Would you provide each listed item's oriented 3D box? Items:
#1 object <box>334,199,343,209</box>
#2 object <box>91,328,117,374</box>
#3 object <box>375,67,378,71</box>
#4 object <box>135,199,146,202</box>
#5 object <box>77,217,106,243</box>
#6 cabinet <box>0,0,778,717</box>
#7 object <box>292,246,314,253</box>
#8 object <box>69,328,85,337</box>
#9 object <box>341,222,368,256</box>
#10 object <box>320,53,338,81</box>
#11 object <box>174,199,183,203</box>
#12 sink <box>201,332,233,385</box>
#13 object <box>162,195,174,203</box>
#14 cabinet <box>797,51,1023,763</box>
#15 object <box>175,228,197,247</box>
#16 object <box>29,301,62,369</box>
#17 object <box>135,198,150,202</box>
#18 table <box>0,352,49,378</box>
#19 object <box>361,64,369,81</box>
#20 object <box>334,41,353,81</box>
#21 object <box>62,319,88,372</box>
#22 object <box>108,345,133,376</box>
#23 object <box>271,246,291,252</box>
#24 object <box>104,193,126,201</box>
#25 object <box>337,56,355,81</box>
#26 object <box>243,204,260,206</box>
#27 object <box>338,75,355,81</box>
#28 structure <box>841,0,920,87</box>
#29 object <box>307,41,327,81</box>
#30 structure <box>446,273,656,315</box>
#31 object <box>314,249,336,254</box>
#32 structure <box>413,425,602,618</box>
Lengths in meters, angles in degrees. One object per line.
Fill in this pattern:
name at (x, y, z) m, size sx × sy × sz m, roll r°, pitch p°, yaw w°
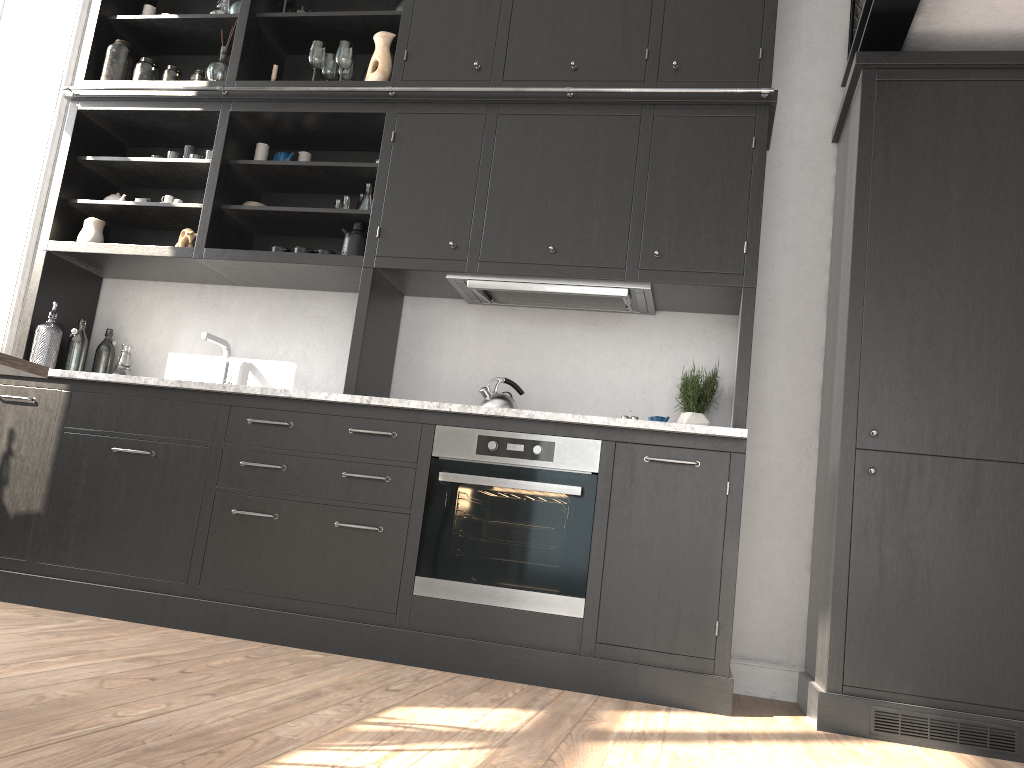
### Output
object at (-0.789, -0.787, 4.019) m, size 0.058 × 0.094 × 0.058 m, roll 14°, pitch -12°, yaw -37°
object at (-1.957, -0.118, 4.254) m, size 0.086 × 0.301 × 0.086 m, roll 13°, pitch -11°, yaw -31°
object at (-0.644, -1.389, 4.089) m, size 0.046 × 0.186 × 0.046 m, roll 9°, pitch -10°, yaw -14°
object at (-1.773, -0.855, 4.232) m, size 0.056 × 0.033 × 0.058 m, roll 9°, pitch -10°, yaw -12°
object at (-1.976, -0.697, 4.175) m, size 0.115 × 0.144 × 0.127 m, roll 8°, pitch -10°, yaw -8°
cabinet at (-0.579, -0.729, 3.844) m, size 3.250 × 3.578 × 0.636 m, roll 5°, pitch -10°, yaw 13°
object at (-0.917, -0.574, 3.898) m, size 0.104 × 0.059 × 0.088 m, roll 8°, pitch -10°, yaw -8°
object at (-2.073, -0.139, 4.216) m, size 0.086 × 0.301 × 0.086 m, roll 2°, pitch -11°, yaw 27°
object at (-0.678, -0.612, 3.901) m, size 0.129 × 0.191 × 0.124 m, roll -2°, pitch -13°, yaw 40°
object at (-0.857, -1.425, 4.136) m, size 0.083 × 0.220 × 0.083 m, roll 6°, pitch -10°, yaw 5°
object at (-1.572, -0.836, 4.156) m, size 0.039 × 0.054 × 0.049 m, roll -1°, pitch -13°, yaw 38°
sink at (-1.412, 0.004, 3.906) m, size 0.526 × 0.504 × 0.515 m, roll 5°, pitch -10°, yaw 13°
object at (-1.628, -0.861, 4.195) m, size 0.049 × 0.055 × 0.039 m, roll 0°, pitch -12°, yaw 33°
cabinet at (1.854, 0.063, 3.165) m, size 1.400 × 2.368 × 0.634 m, roll 5°, pitch -10°, yaw 13°
object at (-1.484, -0.650, 4.043) m, size 0.173 × 0.123 × 0.070 m, roll -3°, pitch -14°, yaw 44°
object at (-2.100, -0.206, 4.012) m, size 0.109 × 0.348 × 0.109 m, roll 8°, pitch -10°, yaw -6°
object at (-1.770, -0.874, 4.236) m, size 0.058 × 0.047 × 0.055 m, roll 2°, pitch -11°, yaw 28°
table at (-2.042, 0.074, 1.372) m, size 1.100 × 0.778 × 2.204 m, roll 5°, pitch -10°, yaw 13°
object at (-0.676, -1.393, 4.191) m, size 0.083 × 0.220 × 0.083 m, roll 5°, pitch -10°, yaw 12°
object at (-0.767, -1.436, 4.014) m, size 0.083 × 0.220 × 0.083 m, roll 13°, pitch -11°, yaw -30°
object at (-2.016, -0.151, 4.106) m, size 0.086 × 0.301 × 0.086 m, roll 7°, pitch -10°, yaw -1°
object at (-1.843, -0.074, 4.199) m, size 0.120 × 0.219 × 0.132 m, roll 5°, pitch -10°, yaw 13°
object at (-1.025, -0.582, 3.931) m, size 0.104 × 0.059 × 0.088 m, roll 7°, pitch -10°, yaw 2°
object at (-1.918, -0.876, 4.298) m, size 0.125 × 0.100 × 0.140 m, roll 8°, pitch -10°, yaw -5°
object at (-0.777, -1.418, 4.118) m, size 0.083 × 0.220 × 0.083 m, roll 5°, pitch -10°, yaw 12°
object at (-2.433, -0.515, 1.381) m, size 0.792 × 1.839 × 5.836 m, roll 4°, pitch -11°, yaw 18°
object at (-0.802, -1.397, 4.250) m, size 0.083 × 0.220 × 0.083 m, roll -3°, pitch -14°, yaw 44°
structure at (2.898, -2.181, 0.630) m, size 4.157 × 1.211 × 5.936 m, roll 5°, pitch -10°, yaw 13°
object at (-0.895, -1.447, 4.041) m, size 0.083 × 0.220 × 0.083 m, roll -3°, pitch -14°, yaw 44°
structure at (0.176, -0.393, 3.749) m, size 0.843 × 0.123 × 0.380 m, roll 5°, pitch -10°, yaw 13°
object at (-0.815, -0.562, 3.896) m, size 0.088 × 0.059 × 0.104 m, roll 3°, pitch -11°, yaw 21°
structure at (0.037, 0.536, 3.450) m, size 0.622 × 0.622 × 0.619 m, roll 5°, pitch -10°, yaw 13°
